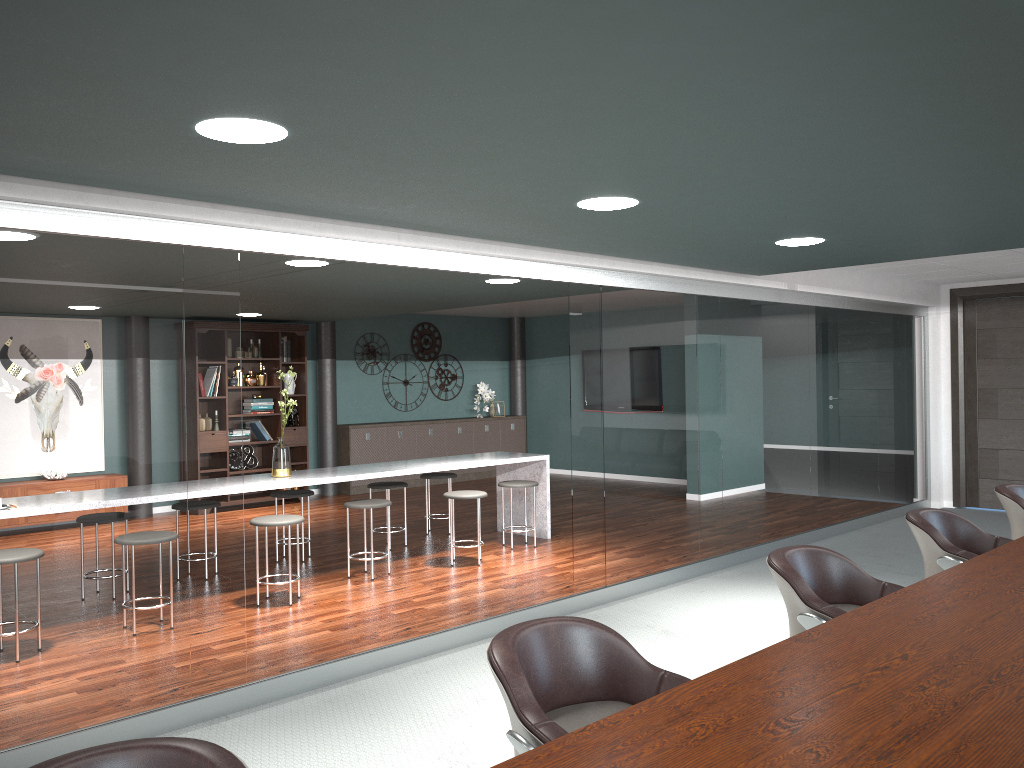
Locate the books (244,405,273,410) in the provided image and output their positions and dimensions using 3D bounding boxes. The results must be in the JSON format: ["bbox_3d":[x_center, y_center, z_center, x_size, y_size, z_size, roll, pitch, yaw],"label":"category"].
[{"bbox_3d":[-2.791,0.258,9.755,0.248,0.042,0.194,-1,0,-44],"label":"books"}]

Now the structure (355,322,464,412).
[{"bbox_3d":[-1.302,-0.231,11.606,1.791,1.178,0.017,-1,0,-44],"label":"structure"}]

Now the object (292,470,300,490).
[{"bbox_3d":[-2.444,1.096,9.999,0.108,0.256,0.108,-1,0,-10],"label":"object"}]

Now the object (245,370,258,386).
[{"bbox_3d":[-2.814,-0.064,9.585,0.144,0.175,0.073,-1,0,-43],"label":"object"}]

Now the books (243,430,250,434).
[{"bbox_3d":[-2.975,0.519,9.536,0.248,0.042,0.194,-1,0,-44],"label":"books"}]

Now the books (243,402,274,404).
[{"bbox_3d":[-2.791,0.212,9.749,0.268,0.016,0.205,-1,0,-44],"label":"books"}]

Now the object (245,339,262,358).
[{"bbox_3d":[-2.852,-0.387,9.688,0.196,0.221,0.184,-1,0,-44],"label":"object"}]

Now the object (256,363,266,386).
[{"bbox_3d":[-2.750,-0.106,9.714,0.108,0.256,0.108,-1,0,-10],"label":"object"}]

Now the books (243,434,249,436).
[{"bbox_3d":[-2.992,0.548,9.520,0.268,0.016,0.205,-1,0,-44],"label":"books"}]

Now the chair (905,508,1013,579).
[{"bbox_3d":[1.838,0.899,3.497,0.523,0.761,0.533,-1,0,27],"label":"chair"}]

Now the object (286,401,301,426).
[{"bbox_3d":[-2.484,0.333,10.020,0.215,0.286,0.116,-1,0,41],"label":"object"}]

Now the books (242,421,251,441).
[{"bbox_3d":[-2.913,0.518,9.695,0.063,0.214,0.139,-1,0,-44],"label":"books"}]

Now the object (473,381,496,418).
[{"bbox_3d":[-0.368,0.212,12.222,0.221,0.495,0.600,-1,0,20],"label":"object"}]

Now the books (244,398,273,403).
[{"bbox_3d":[-2.791,0.184,9.757,0.248,0.042,0.194,-1,0,-44],"label":"books"}]

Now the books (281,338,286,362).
[{"bbox_3d":[-2.599,-0.376,9.939,0.016,0.268,0.205,-1,0,-44],"label":"books"}]

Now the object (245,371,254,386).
[{"bbox_3d":[-2.870,-0.060,9.701,0.099,0.169,0.099,-1,0,20],"label":"object"}]

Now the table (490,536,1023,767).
[{"bbox_3d":[1.330,0.944,1.793,6.694,0.706,1.374,-1,0,-44],"label":"table"}]

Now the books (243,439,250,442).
[{"bbox_3d":[-2.989,0.613,9.523,0.286,0.027,0.184,-1,0,-44],"label":"books"}]

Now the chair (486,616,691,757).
[{"bbox_3d":[0.206,0.934,1.913,0.535,0.761,0.518,-1,0,-38],"label":"chair"}]

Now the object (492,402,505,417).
[{"bbox_3d":[-0.184,0.349,12.293,0.174,0.207,0.042,-1,0,-25],"label":"object"}]

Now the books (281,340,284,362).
[{"bbox_3d":[-2.619,-0.365,9.918,0.042,0.248,0.194,-1,0,-44],"label":"books"}]

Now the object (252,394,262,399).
[{"bbox_3d":[-2.806,0.137,9.736,0.104,0.052,0.100,-1,0,-40],"label":"object"}]

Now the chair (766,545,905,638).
[{"bbox_3d":[1.065,0.916,2.752,0.535,0.761,0.518,-1,0,-38],"label":"chair"}]

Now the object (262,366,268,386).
[{"bbox_3d":[-2.755,-0.089,9.840,0.092,0.222,0.092,-1,0,-10],"label":"object"}]

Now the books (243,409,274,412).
[{"bbox_3d":[-2.790,0.293,9.758,0.286,0.027,0.184,-1,0,-44],"label":"books"}]

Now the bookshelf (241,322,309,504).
[{"bbox_3d":[-2.905,0.339,9.658,1.339,1.984,0.482,-1,0,-44],"label":"bookshelf"}]

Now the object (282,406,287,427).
[{"bbox_3d":[-2.558,0.366,9.928,0.077,0.228,0.077,-1,0,29],"label":"object"}]

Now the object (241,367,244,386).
[{"bbox_3d":[-2.955,-0.099,9.588,0.114,0.251,0.114,-1,0,-18],"label":"object"}]

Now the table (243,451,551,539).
[{"bbox_3d":[-1.532,0.977,6.006,4.577,0.699,0.609,-1,0,-44],"label":"table"}]

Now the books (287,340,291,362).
[{"bbox_3d":[-2.556,-0.366,9.980,0.042,0.248,0.194,-1,0,-44],"label":"books"}]

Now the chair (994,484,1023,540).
[{"bbox_3d":[2.628,0.882,4.280,0.535,0.761,0.518,-1,0,-38],"label":"chair"}]

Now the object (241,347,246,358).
[{"bbox_3d":[-2.944,-0.337,9.582,0.096,0.126,0.106,-1,0,6],"label":"object"}]

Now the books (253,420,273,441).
[{"bbox_3d":[-2.757,0.509,9.755,0.166,0.228,0.205,-1,0,-44],"label":"books"}]

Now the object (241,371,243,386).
[{"bbox_3d":[-2.902,-0.069,9.493,0.040,0.191,0.040,-1,0,-35],"label":"object"}]

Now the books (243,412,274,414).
[{"bbox_3d":[-2.791,0.315,9.756,0.268,0.016,0.205,-1,0,-44],"label":"books"}]

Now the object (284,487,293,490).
[{"bbox_3d":[-2.508,1.138,9.869,0.144,0.175,0.073,-1,0,-43],"label":"object"}]

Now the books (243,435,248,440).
[{"bbox_3d":[-2.991,0.578,9.520,0.248,0.042,0.194,-1,0,-44],"label":"books"}]

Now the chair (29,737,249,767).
[{"bbox_3d":[-0.518,0.950,1.205,0.535,0.761,0.518,-1,0,-24],"label":"chair"}]

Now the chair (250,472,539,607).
[{"bbox_3d":[-1.549,1.071,6.070,4.029,0.512,1.479,-1,0,-45],"label":"chair"}]

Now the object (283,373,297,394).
[{"bbox_3d":[-2.563,-0.011,10.012,0.268,0.262,0.137,-1,0,-5],"label":"object"}]

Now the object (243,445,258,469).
[{"bbox_3d":[-2.897,0.794,9.704,0.233,0.268,0.051,-1,0,-44],"label":"object"}]

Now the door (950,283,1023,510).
[{"bbox_3d":[4.708,0.130,8.349,0.139,2.130,1.038,-1,0,-44],"label":"door"}]

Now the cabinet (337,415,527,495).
[{"bbox_3d":[-4.327,0.953,8.367,12.287,0.820,0.402,-1,0,-44],"label":"cabinet"}]

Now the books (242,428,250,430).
[{"bbox_3d":[-2.984,0.489,9.529,0.268,0.016,0.205,-1,0,-44],"label":"books"}]

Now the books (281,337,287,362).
[{"bbox_3d":[-2.582,-0.385,9.956,0.027,0.286,0.184,-1,0,-44],"label":"books"}]

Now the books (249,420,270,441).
[{"bbox_3d":[-2.781,0.512,9.731,0.176,0.227,0.194,-1,0,-44],"label":"books"}]

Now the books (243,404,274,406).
[{"bbox_3d":[-2.792,0.228,9.755,0.268,0.016,0.205,-1,0,-44],"label":"books"}]
